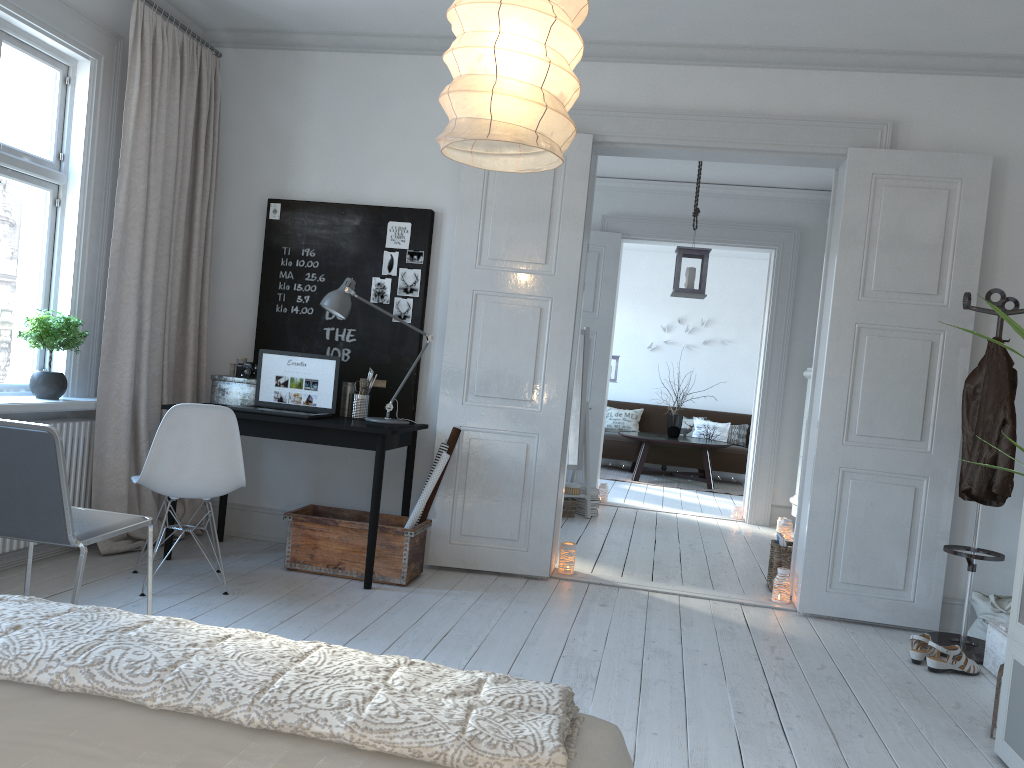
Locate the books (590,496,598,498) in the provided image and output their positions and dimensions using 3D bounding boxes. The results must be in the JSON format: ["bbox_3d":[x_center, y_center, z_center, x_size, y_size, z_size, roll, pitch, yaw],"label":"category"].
[{"bbox_3d":[0.593,0.891,7.104,0.128,0.016,0.176,5,1,-24],"label":"books"}]

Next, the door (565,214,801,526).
[{"bbox_3d":[1.486,-0.131,7.684,2.598,2.507,0.577,6,2,10],"label":"door"}]

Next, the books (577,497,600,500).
[{"bbox_3d":[0.596,0.909,7.106,0.128,0.016,0.178,5,1,-37],"label":"books"}]

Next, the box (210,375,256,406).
[{"bbox_3d":[-1.440,0.041,4.738,0.317,0.152,0.193,6,1,10],"label":"box"}]

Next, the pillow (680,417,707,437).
[{"bbox_3d":[2.176,0.562,11.073,0.473,0.348,0.158,6,2,8],"label":"pillow"}]

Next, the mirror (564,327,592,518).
[{"bbox_3d":[0.351,0.271,6.949,0.611,1.489,0.416,5,2,-26],"label":"mirror"}]

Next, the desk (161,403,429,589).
[{"bbox_3d":[-1.105,0.535,4.512,1.159,0.759,0.651,6,1,10],"label":"desk"}]

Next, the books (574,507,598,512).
[{"bbox_3d":[0.581,1.000,7.105,0.128,0.016,0.180,5,1,-35],"label":"books"}]

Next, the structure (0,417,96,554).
[{"bbox_3d":[-2.221,0.436,3.740,0.195,0.547,1.505,6,1,10],"label":"structure"}]

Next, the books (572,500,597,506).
[{"bbox_3d":[0.579,0.951,7.108,0.166,0.022,0.128,6,1,44],"label":"books"}]

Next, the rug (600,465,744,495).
[{"bbox_3d":[1.837,1.095,10.296,1.709,0.055,1.456,6,1,10],"label":"rug"}]

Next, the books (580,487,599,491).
[{"bbox_3d":[0.599,0.832,7.097,0.132,0.017,0.186,5,1,-17],"label":"books"}]

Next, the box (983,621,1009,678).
[{"bbox_3d":[2.188,1.143,3.543,0.376,0.218,0.641,6,1,10],"label":"box"}]

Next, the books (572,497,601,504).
[{"bbox_3d":[0.593,0.929,7.098,0.193,0.022,0.128,6,1,42],"label":"books"}]

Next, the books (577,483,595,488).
[{"bbox_3d":[0.594,0.816,7.110,0.111,0.014,0.156,5,1,-11],"label":"books"}]

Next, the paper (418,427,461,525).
[{"bbox_3d":[-0.424,0.588,4.556,0.297,0.747,0.048,4,2,-35],"label":"paper"}]

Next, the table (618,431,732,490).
[{"bbox_3d":[1.854,0.872,10.263,1.300,0.503,1.299,6,1,0],"label":"table"}]

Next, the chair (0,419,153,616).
[{"bbox_3d":[-1.512,0.499,2.867,0.562,0.798,0.524,6,2,10],"label":"chair"}]

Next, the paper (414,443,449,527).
[{"bbox_3d":[-0.466,0.627,4.493,0.266,0.669,0.043,4,2,-35],"label":"paper"}]

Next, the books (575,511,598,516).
[{"bbox_3d":[0.583,1.034,7.110,0.128,0.016,0.178,5,1,-42],"label":"books"}]

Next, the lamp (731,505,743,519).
[{"bbox_3d":[1.936,1.105,7.638,0.093,0.110,0.093,6,2,27],"label":"lamp"}]

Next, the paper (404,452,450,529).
[{"bbox_3d":[-0.478,0.644,4.435,0.283,0.627,0.041,5,2,-12],"label":"paper"}]

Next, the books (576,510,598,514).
[{"bbox_3d":[0.580,1.016,7.108,0.128,0.016,0.176,5,1,-39],"label":"books"}]

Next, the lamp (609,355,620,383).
[{"bbox_3d":[1.209,-0.899,10.379,0.228,1.763,0.228,6,2,7],"label":"lamp"}]

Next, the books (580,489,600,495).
[{"bbox_3d":[0.603,0.854,7.093,0.128,0.026,0.200,5,1,-19],"label":"books"}]

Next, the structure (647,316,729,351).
[{"bbox_3d":[2.281,-0.626,11.437,1.025,0.478,0.085,6,2,10],"label":"structure"}]

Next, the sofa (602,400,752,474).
[{"bbox_3d":[2.012,0.703,11.034,2.164,0.825,0.968,6,1,10],"label":"sofa"}]

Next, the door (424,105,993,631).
[{"bbox_3d":[0.970,-0.140,4.714,2.598,2.507,0.577,6,2,10],"label":"door"}]

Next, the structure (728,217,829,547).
[{"bbox_3d":[2.560,-0.095,6.947,1.248,2.829,0.799,4,2,-35],"label":"structure"}]

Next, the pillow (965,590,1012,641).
[{"bbox_3d":[2.356,1.102,4.221,0.317,0.314,0.273,6,1,11],"label":"pillow"}]

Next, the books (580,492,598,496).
[{"bbox_3d":[0.594,0.875,7.101,0.128,0.016,0.180,5,1,-19],"label":"books"}]

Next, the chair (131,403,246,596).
[{"bbox_3d":[-1.426,0.478,3.918,0.474,0.824,0.553,5,2,-25],"label":"chair"}]

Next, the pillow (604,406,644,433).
[{"bbox_3d":[1.393,0.471,11.248,0.519,0.367,0.239,6,2,9],"label":"pillow"}]

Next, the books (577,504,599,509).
[{"bbox_3d":[0.585,0.972,7.103,0.132,0.017,0.186,5,1,-43],"label":"books"}]

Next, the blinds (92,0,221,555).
[{"bbox_3d":[-1.743,-0.480,4.543,0.225,2.649,0.831,6,2,10],"label":"blinds"}]

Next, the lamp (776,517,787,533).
[{"bbox_3d":[2.123,1.123,6.968,0.084,0.146,0.084,6,2,14],"label":"lamp"}]

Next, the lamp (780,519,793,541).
[{"bbox_3d":[2.083,1.113,6.740,0.089,0.166,0.089,6,2,11],"label":"lamp"}]

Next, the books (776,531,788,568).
[{"bbox_3d":[1.594,1.008,5.018,0.201,0.300,0.179,6,2,10],"label":"books"}]

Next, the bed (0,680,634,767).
[{"bbox_3d":[-0.767,0.477,0.627,1.887,1.047,2.176,6,1,10],"label":"bed"}]

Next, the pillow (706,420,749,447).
[{"bbox_3d":[2.665,0.615,11.026,0.542,0.288,0.183,6,2,11],"label":"pillow"}]

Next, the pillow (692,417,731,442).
[{"bbox_3d":[2.451,0.582,10.949,0.470,0.309,0.188,6,2,10],"label":"pillow"}]
